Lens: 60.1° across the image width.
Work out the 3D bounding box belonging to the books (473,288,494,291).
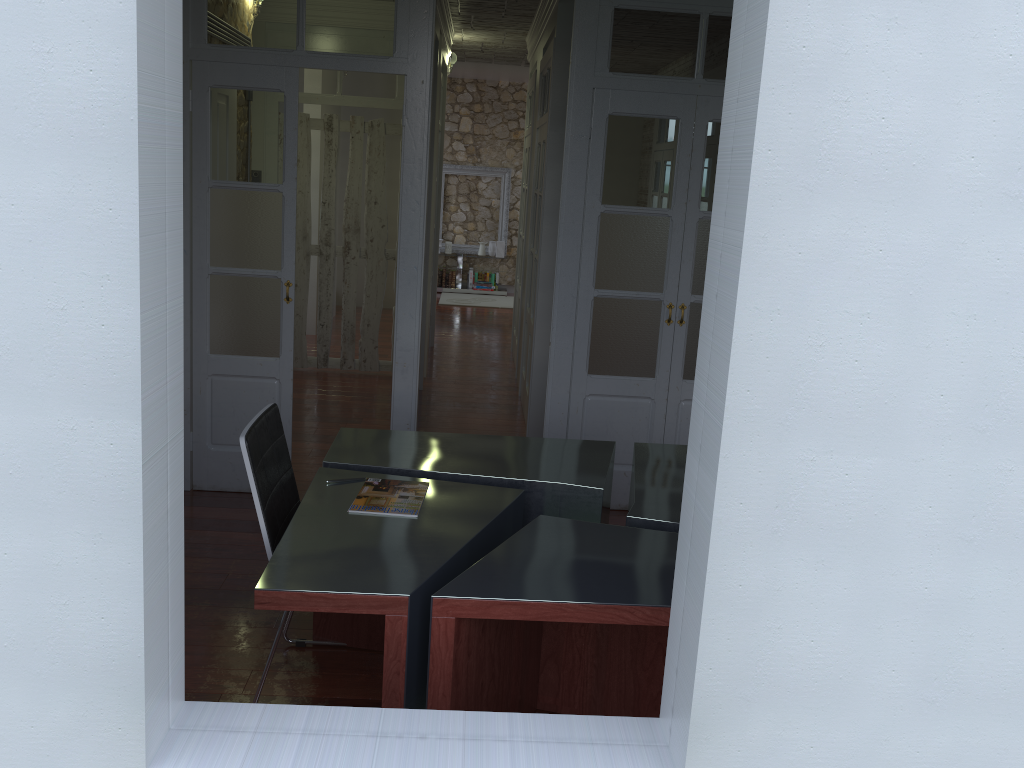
[{"bbox_3d":[-0.406,-1.356,12.617,0.284,0.032,0.200,3,13,-3],"label":"books"}]

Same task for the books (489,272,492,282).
[{"bbox_3d":[-0.320,-1.502,12.820,0.034,0.232,0.185,3,12,-3],"label":"books"}]

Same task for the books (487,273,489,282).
[{"bbox_3d":[-0.353,-1.503,12.814,0.034,0.232,0.185,3,12,-3],"label":"books"}]

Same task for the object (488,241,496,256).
[{"bbox_3d":[-0.282,-1.934,12.661,0.115,0.207,0.113,12,14,36],"label":"object"}]

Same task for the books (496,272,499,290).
[{"bbox_3d":[-0.217,-1.496,12.820,0.034,0.232,0.185,3,12,-3],"label":"books"}]

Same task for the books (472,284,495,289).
[{"bbox_3d":[-0.404,-1.387,12.611,0.284,0.031,0.200,-1,14,-17],"label":"books"}]

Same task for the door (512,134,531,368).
[{"bbox_3d":[0.102,-1.214,8.104,0.041,2.065,1.088,3,11,-3],"label":"door"}]

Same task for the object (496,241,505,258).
[{"bbox_3d":[-0.164,-1.908,12.546,0.118,0.225,0.074,3,11,-3],"label":"object"}]

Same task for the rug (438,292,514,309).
[{"bbox_3d":[-0.443,-1.135,12.039,1.067,0.016,1.080,3,13,-3],"label":"rug"}]

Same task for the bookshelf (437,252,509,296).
[{"bbox_3d":[-0.761,-1.596,12.741,1.400,0.544,0.404,3,12,-3],"label":"bookshelf"}]

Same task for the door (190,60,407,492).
[{"bbox_3d":[-0.998,-0.484,4.545,1.188,2.160,0.486,-2,12,-28],"label":"door"}]

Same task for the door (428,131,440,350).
[{"bbox_3d":[-0.749,-1.260,8.063,0.041,2.065,1.088,3,11,-3],"label":"door"}]

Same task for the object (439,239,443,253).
[{"bbox_3d":[-1.066,-1.958,12.584,0.173,0.191,0.173,3,12,-3],"label":"object"}]

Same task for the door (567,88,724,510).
[{"bbox_3d":[0.847,-0.376,4.591,1.057,2.158,0.041,3,10,-3],"label":"door"}]

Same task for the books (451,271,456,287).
[{"bbox_3d":[-0.848,-1.527,12.796,0.057,0.225,0.173,3,12,-3],"label":"books"}]

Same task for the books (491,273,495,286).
[{"bbox_3d":[-0.282,-1.495,12.830,0.045,0.220,0.176,3,12,-3],"label":"books"}]

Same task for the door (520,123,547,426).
[{"bbox_3d":[0.167,-0.792,6.357,0.041,2.065,1.088,3,11,-3],"label":"door"}]

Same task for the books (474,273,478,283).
[{"bbox_3d":[-0.520,-1.511,12.831,0.045,0.220,0.176,3,12,-3],"label":"books"}]

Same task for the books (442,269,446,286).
[{"bbox_3d":[-0.982,-1.550,12.767,0.044,0.267,0.141,3,11,-3],"label":"books"}]

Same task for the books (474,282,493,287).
[{"bbox_3d":[-0.407,-1.417,12.609,0.254,0.030,0.176,4,13,2],"label":"books"}]

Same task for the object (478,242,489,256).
[{"bbox_3d":[-0.420,-1.936,12.665,0.116,0.192,0.136,9,13,27],"label":"object"}]

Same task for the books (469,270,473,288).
[{"bbox_3d":[-0.593,-1.534,12.807,0.053,0.266,0.178,3,11,-3],"label":"books"}]

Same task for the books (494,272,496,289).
[{"bbox_3d":[-0.246,-1.496,12.822,0.026,0.229,0.161,3,11,-3],"label":"books"}]

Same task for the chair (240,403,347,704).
[{"bbox_3d":[-0.566,0.572,2.945,0.601,0.910,0.480,3,11,-3],"label":"chair"}]

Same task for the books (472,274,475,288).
[{"bbox_3d":[-0.556,-1.501,12.813,0.026,0.204,0.163,3,12,-3],"label":"books"}]

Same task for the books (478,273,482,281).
[{"bbox_3d":[-0.468,-1.506,12.811,0.057,0.225,0.173,3,12,-3],"label":"books"}]

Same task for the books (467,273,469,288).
[{"bbox_3d":[-0.636,-1.505,12.808,0.027,0.204,0.163,3,12,-3],"label":"books"}]

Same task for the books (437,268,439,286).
[{"bbox_3d":[-1.095,-1.560,12.793,0.066,0.260,0.200,3,12,-3],"label":"books"}]

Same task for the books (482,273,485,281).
[{"bbox_3d":[-0.422,-1.498,12.820,0.037,0.212,0.170,3,12,-3],"label":"books"}]

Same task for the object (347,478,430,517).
[{"bbox_3d":[-0.403,0.377,2.948,0.224,0.012,0.310,4,13,2],"label":"object"}]

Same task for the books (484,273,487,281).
[{"bbox_3d":[-0.386,-1.505,12.816,0.034,0.232,0.185,3,12,-3],"label":"books"}]

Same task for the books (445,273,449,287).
[{"bbox_3d":[-0.939,-1.511,12.783,0.048,0.190,0.145,3,12,-3],"label":"books"}]

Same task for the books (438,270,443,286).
[{"bbox_3d":[-1.034,-1.537,12.786,0.057,0.227,0.191,3,12,-3],"label":"books"}]

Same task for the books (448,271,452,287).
[{"bbox_3d":[-0.895,-1.528,12.797,0.038,0.221,0.161,3,12,-3],"label":"books"}]

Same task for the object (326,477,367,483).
[{"bbox_3d":[-0.571,0.332,3.070,0.149,0.011,0.011,-3,14,-26],"label":"object"}]

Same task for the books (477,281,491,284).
[{"bbox_3d":[-0.401,-1.442,12.603,0.204,0.023,0.145,3,13,-3],"label":"books"}]

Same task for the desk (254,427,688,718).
[{"bbox_3d":[0.146,0.716,3.077,1.712,0.647,1.462,3,13,-3],"label":"desk"}]
